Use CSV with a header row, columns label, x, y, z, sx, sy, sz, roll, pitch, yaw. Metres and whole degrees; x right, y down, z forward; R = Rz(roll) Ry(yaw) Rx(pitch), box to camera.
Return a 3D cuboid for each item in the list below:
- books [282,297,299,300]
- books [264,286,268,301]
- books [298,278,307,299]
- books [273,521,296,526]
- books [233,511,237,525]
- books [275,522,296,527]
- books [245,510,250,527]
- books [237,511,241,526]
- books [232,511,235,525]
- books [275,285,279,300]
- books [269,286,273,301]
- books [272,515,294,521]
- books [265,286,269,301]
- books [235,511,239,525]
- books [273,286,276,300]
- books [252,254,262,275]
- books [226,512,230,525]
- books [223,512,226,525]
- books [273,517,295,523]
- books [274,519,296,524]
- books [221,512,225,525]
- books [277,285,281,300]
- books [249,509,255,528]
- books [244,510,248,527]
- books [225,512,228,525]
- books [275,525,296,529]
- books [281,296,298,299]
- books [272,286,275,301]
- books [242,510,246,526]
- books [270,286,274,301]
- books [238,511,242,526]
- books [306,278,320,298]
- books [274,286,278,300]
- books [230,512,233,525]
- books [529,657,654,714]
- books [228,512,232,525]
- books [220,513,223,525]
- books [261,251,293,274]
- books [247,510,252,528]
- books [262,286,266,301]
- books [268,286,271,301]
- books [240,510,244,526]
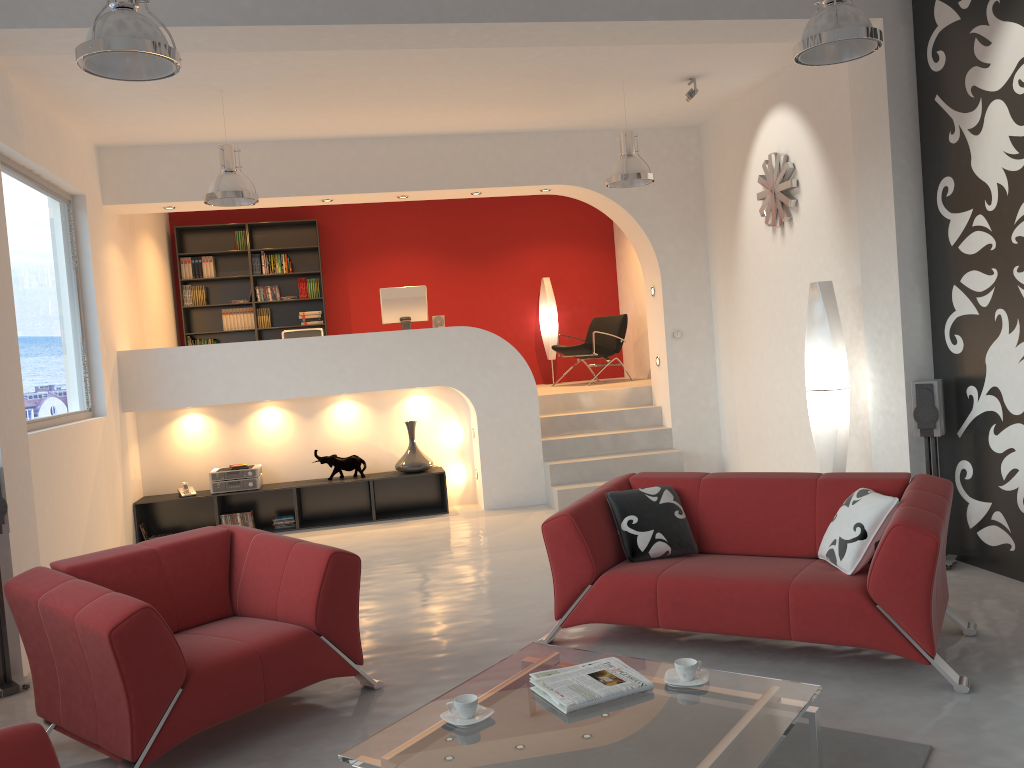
label,x,y,z,sx,sy,sz,roll,pitch,yaw
books,-2.686,-1.034,10.767,0.190,0.015,0.135,-5,2,-10
books,-2.969,-1.083,10.714,0.031,0.190,0.135,-5,2,-10
books,-2.541,-1.152,10.783,0.090,0.256,0.181,-5,2,-10
books,-2.107,1.284,8.209,0.190,0.015,0.135,-5,2,-5
books,-2.508,1.263,8.085,0.031,0.190,0.135,-5,2,-10
books,-2.096,1.298,8.212,0.190,0.015,0.135,-5,2,-10
books,-2.405,1.254,8.103,0.031,0.190,0.135,-5,2,-10
books,-2.478,1.260,8.090,0.031,0.190,0.135,-5,2,-10
books,-2.523,1.264,8.082,0.031,0.190,0.135,-5,2,-10
books,-2.837,-1.094,10.738,0.031,0.190,0.135,-5,2,-10
books,-2.910,-1.088,10.725,0.031,0.190,0.135,-5,2,-10
books,-2.118,1.240,8.206,0.190,0.015,0.135,-5,2,-15
books,-2.955,-1.084,10.717,0.031,0.190,0.135,-5,2,-10
books,-2.493,1.262,8.088,0.031,0.190,0.135,-5,2,-10
books,-2.866,-1.091,10.733,0.031,0.190,0.135,-5,2,-10
books,-3.069,-1.424,10.680,0.090,0.256,0.181,-5,2,-10
books,-2.567,1.268,8.074,0.031,0.190,0.135,-5,2,-10
books,-2.596,1.270,8.069,0.031,0.190,0.135,-5,2,-10
books,-2.106,1.254,8.202,0.190,0.015,0.135,-5,2,-10
books,-2.102,1.269,8.210,0.190,0.015,0.135,-5,2,-10
books,-2.611,1.272,8.066,0.031,0.190,0.135,-5,2,-10
books,-2.822,-1.095,10.741,0.031,0.190,0.135,-5,2,-10
books,-2.375,1.252,8.109,0.031,0.190,0.135,-5,2,-10
books,-2.420,1.255,8.101,0.031,0.190,0.135,-5,2,-10
books,-2.581,1.269,8.072,0.031,0.190,0.135,-5,2,-10
books,-2.100,1.314,8.211,0.190,0.015,0.135,-5,2,-15
books,-2.697,-1.048,10.765,0.190,0.015,0.135,-5,2,-5
books,-2.881,-1.090,10.730,0.031,0.190,0.135,-5,2,-10
books,-2.434,1.257,8.098,0.031,0.190,0.135,-5,2,-10
books,-2.896,-1.089,10.728,0.031,0.190,0.135,-5,2,-10
books,-2.464,1.259,8.093,0.031,0.190,0.135,-5,2,-10
books,-2.422,-1.154,10.803,0.146,0.240,0.170,-5,2,-10
books,-2.852,-1.093,10.736,0.031,0.190,0.135,-5,2,-10
books,-2.537,1.265,8.080,0.031,0.190,0.135,-5,2,-10
books,0.268,1.045,3.095,0.367,0.035,0.345,-5,2,-20
books,-2.552,1.267,8.077,0.031,0.190,0.135,-5,2,-10
books,-2.626,1.273,8.064,0.031,0.190,0.135,-5,2,-10
books,-2.833,-1.458,10.698,0.341,0.286,0.231,-5,2,-10
books,-2.390,1.253,8.106,0.031,0.190,0.135,-5,2,-10
books,-2.984,-1.081,10.712,0.031,0.190,0.135,-5,2,-10
books,-2.925,-1.086,10.722,0.031,0.190,0.135,-5,2,-10
books,-2.449,1.258,8.096,0.031,0.190,0.135,-5,2,-10
